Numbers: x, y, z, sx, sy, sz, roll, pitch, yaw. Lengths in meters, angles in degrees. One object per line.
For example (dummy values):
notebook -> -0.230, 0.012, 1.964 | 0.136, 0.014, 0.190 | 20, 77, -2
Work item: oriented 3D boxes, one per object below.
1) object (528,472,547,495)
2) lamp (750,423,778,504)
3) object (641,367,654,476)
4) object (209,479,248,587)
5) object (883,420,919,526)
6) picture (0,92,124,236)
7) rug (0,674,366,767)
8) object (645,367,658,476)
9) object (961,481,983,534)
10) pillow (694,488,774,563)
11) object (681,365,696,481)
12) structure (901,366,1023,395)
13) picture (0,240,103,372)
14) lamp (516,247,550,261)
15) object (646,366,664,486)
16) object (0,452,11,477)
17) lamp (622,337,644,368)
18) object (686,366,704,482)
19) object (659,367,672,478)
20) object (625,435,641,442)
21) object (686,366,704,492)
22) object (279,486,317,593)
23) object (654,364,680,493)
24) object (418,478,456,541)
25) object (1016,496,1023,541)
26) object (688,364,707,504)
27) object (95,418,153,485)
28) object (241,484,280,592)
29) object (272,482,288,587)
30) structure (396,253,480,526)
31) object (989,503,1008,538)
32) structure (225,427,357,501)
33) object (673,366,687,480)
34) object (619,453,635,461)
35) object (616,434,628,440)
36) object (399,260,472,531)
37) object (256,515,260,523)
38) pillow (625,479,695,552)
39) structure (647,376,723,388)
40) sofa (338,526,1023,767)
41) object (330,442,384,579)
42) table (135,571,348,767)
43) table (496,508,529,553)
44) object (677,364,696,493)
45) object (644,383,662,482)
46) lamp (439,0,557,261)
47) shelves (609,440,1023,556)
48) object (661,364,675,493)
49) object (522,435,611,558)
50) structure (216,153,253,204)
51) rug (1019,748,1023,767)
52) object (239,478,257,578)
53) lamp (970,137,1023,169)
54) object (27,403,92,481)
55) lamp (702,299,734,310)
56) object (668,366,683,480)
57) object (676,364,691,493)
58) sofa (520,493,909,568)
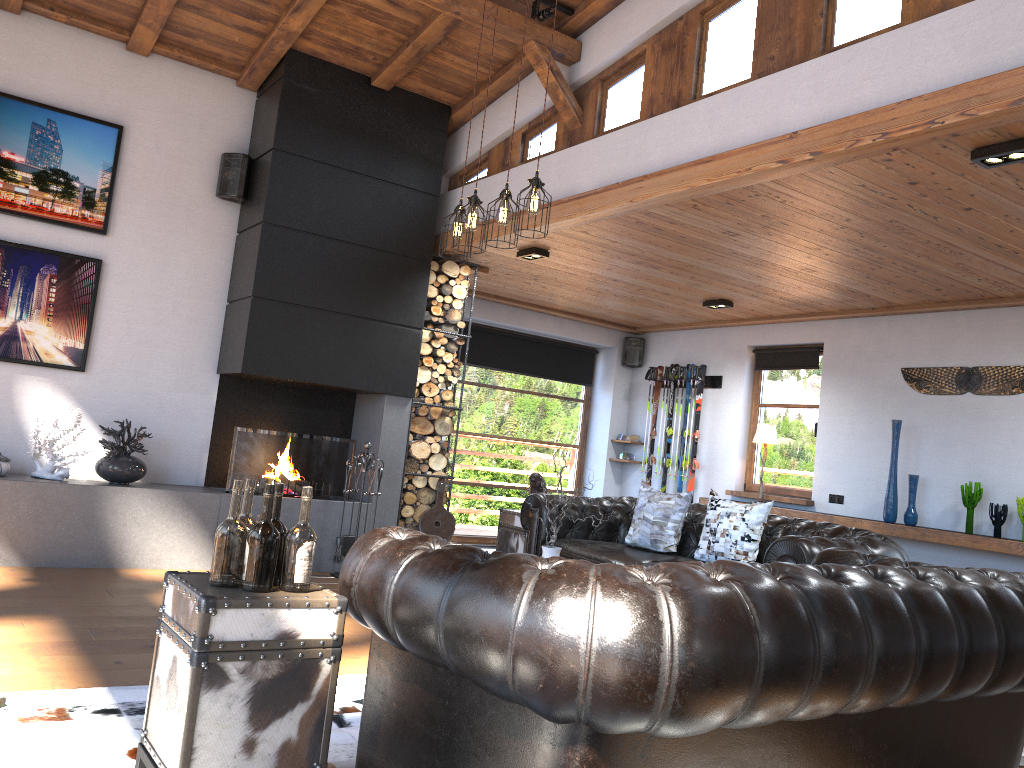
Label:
object -> 0.199, 0.848, 6.894 | 0.149, 0.319, 0.248 | 6, -5, 7
lamp -> 2.599, 1.158, 8.791 | 0.638, 1.484, 0.243 | 10, -6, -31
object -> 1.510, 0.415, 10.027 | 0.058, 1.251, 0.122 | 2, -7, 38
object -> -0.766, 0.406, 2.427 | 0.088, 0.287, 0.086 | 9, -6, -21
object -> 3.272, 0.739, 7.406 | 0.273, 0.864, 0.112 | 5, -5, 11
picture -> -3.239, -1.532, 6.172 | 0.888, 0.817, 0.035 | 10, -6, -34
rug -> -0.884, 1.113, 2.327 | 3.846, 0.053, 2.404 | 9, -5, -33
object -> 1.551, 0.425, 10.098 | 0.119, 1.251, 0.059 | 2, -7, 38
object -> 3.605, 0.973, 6.970 | 0.157, 0.411, 0.147 | 4, -6, 25
pillow -> 1.402, 0.914, 5.637 | 0.286, 0.470, 0.522 | 9, -6, -31
object -> 1.855, 0.413, 9.508 | 0.120, 1.251, 0.059 | 4, -6, 23
structure -> 3.733, -0.031, 7.274 | 0.099, 0.240, 1.234 | 10, -6, -34
picture -> -3.350, -0.546, 6.079 | 0.888, 0.817, 0.035 | 10, -6, -34
lamp -> 0.170, -1.058, 7.186 | 0.157, 0.068, 0.258 | 9, -5, -34
object -> 1.629, 0.588, 10.060 | 0.116, 1.609, 0.094 | 10, -6, -34
object -> -3.398, 0.510, 5.728 | 0.284, 0.161, 0.256 | 9, -6, -32
lamp -> 1.455, -0.378, 10.620 | 0.216, 0.350, 0.211 | 10, -6, -34
object -> 1.962, 0.425, 9.514 | 0.120, 1.251, 0.059 | 5, -6, 18
object -> 1.681, 0.425, 9.906 | 0.119, 1.251, 0.059 | 2, -7, 38
object -> 1.430, 0.637, 10.398 | 0.191, 0.084, 0.158 | 10, -6, -35
object -> 1.954, 0.602, 9.596 | 0.116, 1.609, 0.094 | 10, -6, -34
object -> -0.588, 0.429, 2.466 | 0.086, 0.287, 0.088 | 3, -6, 33
object -> 1.706, 0.565, 9.867 | 0.257, 1.624, 0.102 | 11, -7, -38
object -> -0.619, 1.162, 7.255 | 0.260, 0.796, 0.270 | 2, -7, 39
object -> 3.883, 1.019, 6.662 | 0.181, 0.332, 0.200 | 5, -5, 16
object -> 2.000, 0.586, 9.512 | 0.116, 1.609, 0.094 | 10, -6, -34
object -> -2.708, 0.467, 6.176 | 0.343, 0.455, 0.332 | 7, -5, -9
object -> -0.675, 0.415, 2.411 | 0.087, 0.287, 0.088 | 6, -5, 6
object -> -0.676, 0.422, 2.508 | 0.087, 0.287, 0.088 | 3, -6, 34
structure -> -0.765, 0.240, 7.542 | 0.507, 2.621, 0.506 | 10, -6, -34
object -> 3.745, 1.052, 6.833 | 0.128, 0.261, 0.124 | 4, -6, 26
structure -> -1.638, 0.639, 6.776 | 0.992, 0.515, 0.181 | 10, -6, -34
object -> 1.810, 0.424, 9.715 | 0.119, 1.251, 0.059 | 2, -7, 38
object -> 1.350, 0.854, 10.457 | 0.188, 0.084, 0.351 | 6, -4, 2
object -> 1.330, 0.637, 10.544 | 0.161, 0.084, 0.187 | 10, -6, -35
object -> -0.776, 0.245, 7.545 | 0.498, 2.616, 0.461 | 10, -6, -34
object -> -1.824, 1.120, 6.082 | 0.385, 0.432, 0.382 | 7, -5, -8
pillow -> 1.025, 0.916, 6.194 | 0.286, 0.470, 0.522 | 9, -6, -31
structure -> 1.855, -0.038, 9.882 | 0.322, 0.135, 1.039 | 9, -5, -34
sofa -> 0.812, 0.949, 2.899 | 2.592, 0.839, 1.225 | 9, -6, -35
object -> -1.143, 0.940, 6.663 | 0.306, 1.019, 0.308 | 5, -5, 11
table -> -0.750, 0.857, 2.444 | 0.409, 0.610, 0.413 | 10, -6, -34
table -> 0.143, 1.301, 6.876 | 0.409, 0.610, 0.413 | 10, -6, -34
object -> 1.919, 0.578, 9.734 | 0.112, 1.624, 0.072 | 10, -6, -34
object -> 1.582, 0.604, 10.144 | 0.116, 1.609, 0.094 | 10, -6, -34
lamp -> -0.026, -1.818, 4.943 | 0.264, 2.205, 0.793 | 11, -7, -43
shelves -> 3.048, 1.155, 7.834 | 0.618, 0.990, 6.568 | 10, -6, -33
object -> 1.738, 0.576, 9.967 | 0.112, 1.624, 0.072 | 10, -6, -34
object -> 0.215, 0.648, 4.332 | 0.409, 0.809, 0.614 | 9, -5, -23
structure -> -2.141, -1.594, 6.836 | 0.216, 0.350, 0.211 | 10, -6, -34
rug -> 1.084, 1.540, 5.003 | 2.456, 0.053, 3.998 | 9, -5, -33
object -> -0.767, 0.415, 2.544 | 0.088, 0.287, 0.086 | 9, -6, -24
lamp -> 2.275, -1.067, 4.078 | 0.157, 0.068, 0.258 | 9, -5, -34
object -> -3.028, 0.381, 5.878 | 0.423, 0.533, 0.261 | 4, -6, 24
lamp -> 1.957, -0.763, 8.420 | 0.157, 0.068, 0.258 | 9, -5, -34
object -> 1.749, 0.416, 9.689 | 0.120, 1.251, 0.059 | 5, -5, 13
object -> 1.887, 0.580, 9.802 | 0.112, 1.624, 0.072 | 10, -6, -34
sofa -> 1.218, 1.216, 5.741 | 1.252, 0.839, 2.536 | 10, -6, -34
